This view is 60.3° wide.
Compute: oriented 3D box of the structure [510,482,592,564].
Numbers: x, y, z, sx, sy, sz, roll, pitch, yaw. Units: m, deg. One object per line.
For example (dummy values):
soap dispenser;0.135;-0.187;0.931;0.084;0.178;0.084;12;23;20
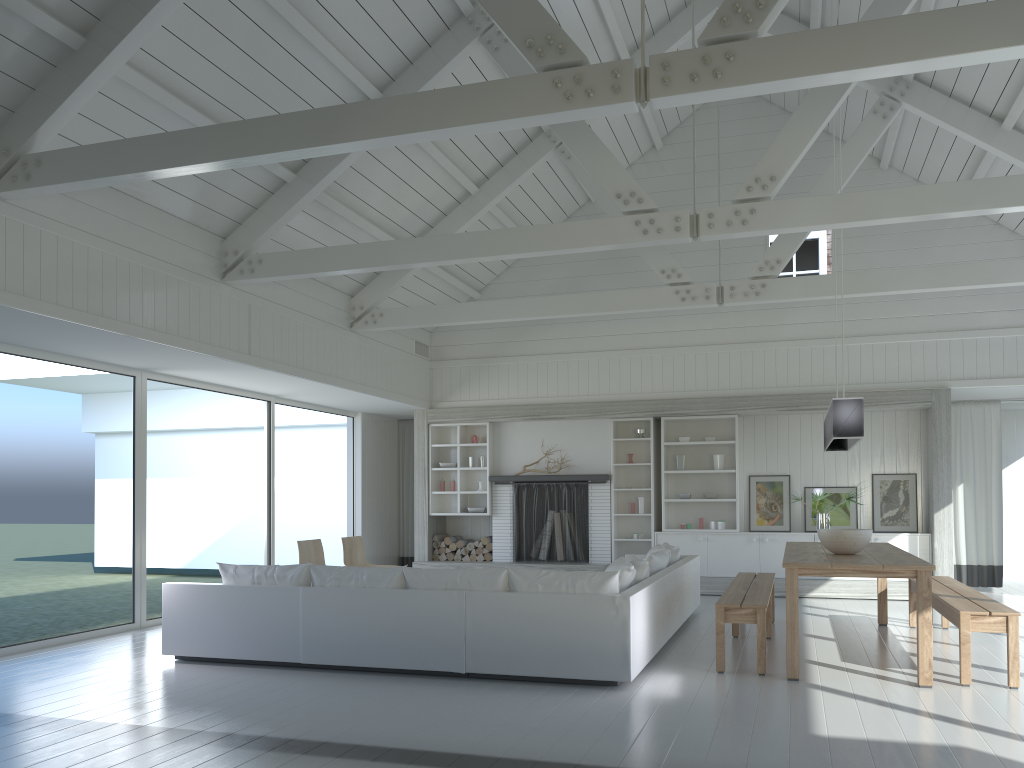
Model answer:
structure;0.481;1.804;11.456;1.098;1.060;0.117;-2;-2;17

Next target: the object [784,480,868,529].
object;3.748;1.453;10.461;0.972;0.627;0.625;-2;-5;15

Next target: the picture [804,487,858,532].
picture;3.881;1.527;10.729;0.609;0.552;0.054;-2;-2;18

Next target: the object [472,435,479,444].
object;-0.497;0.750;11.922;0.059;0.126;0.232;1;-6;-27

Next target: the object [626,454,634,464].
object;1.533;0.968;11.379;0.137;0.130;0.137;2;-5;-30

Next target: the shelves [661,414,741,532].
shelves;2.422;1.152;11.236;0.939;1.439;0.607;-1;-2;18

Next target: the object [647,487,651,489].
object;1.778;1.341;11.392;0.054;0.025;0.054;-2;-7;18

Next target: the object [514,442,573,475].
object;0.454;0.952;11.476;0.782;0.501;0.459;1;-4;-12

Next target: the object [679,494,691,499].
object;2.194;1.424;11.154;0.141;0.066;0.142;-2;-7;18

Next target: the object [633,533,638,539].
object;1.591;1.953;11.347;0.054;0.071;0.054;-1;-4;17

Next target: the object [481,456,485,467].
object;-0.394;1.031;11.894;0.054;0.196;0.054;-1;-2;19

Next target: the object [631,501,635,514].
object;1.561;1.572;11.361;0.054;0.196;0.054;-1;-2;17

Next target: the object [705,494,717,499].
object;2.531;1.427;11.195;0.141;0.066;0.142;-2;-7;18

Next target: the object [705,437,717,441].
object;2.528;0.715;11.210;0.141;0.066;0.142;-2;-7;18

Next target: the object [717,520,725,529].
object;2.611;1.755;10.989;0.085;0.111;0.085;2;-4;-37

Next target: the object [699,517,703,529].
object;2.382;1.728;11.095;0.054;0.196;0.054;-1;-2;17

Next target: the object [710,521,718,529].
object;2.542;1.776;11.082;0.090;0.095;0.092;3;-5;-38

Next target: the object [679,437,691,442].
object;2.190;0.711;11.169;0.141;0.066;0.142;-2;-7;18

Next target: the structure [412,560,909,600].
structure;1.986;2.514;11.646;6.354;0.345;1.892;-3;-8;18

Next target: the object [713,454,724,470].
object;2.591;0.982;11.035;0.103;0.196;0.103;1;-3;-27

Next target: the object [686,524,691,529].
object;2.236;1.803;11.151;0.058;0.061;0.058;0;-4;-5

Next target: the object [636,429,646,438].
object;1.655;0.642;11.318;0.162;0.124;0.162;4;-7;-40

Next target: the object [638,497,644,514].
object;1.662;1.559;11.327;0.072;0.210;0.071;-1;-2;17

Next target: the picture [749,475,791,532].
picture;3.198;1.483;10.939;0.495;0.702;0.065;-1;-2;18

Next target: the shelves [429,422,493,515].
shelves;-0.631;1.176;12.081;0.866;1.236;0.550;-1;-2;18

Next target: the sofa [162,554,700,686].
sofa;-0.292;1.848;7.916;3.479;0.735;4.155;-3;-8;18

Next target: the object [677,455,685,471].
object;2.144;1.004;11.178;0.103;0.196;0.103;-1;-3;18

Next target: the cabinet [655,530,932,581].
cabinet;3.397;2.101;10.879;3.184;0.549;0.656;-3;-5;18

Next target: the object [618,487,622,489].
object;1.390;1.337;11.346;0.054;0.025;0.054;-2;-7;18

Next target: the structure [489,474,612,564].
structure;0.588;1.870;11.794;1.618;1.283;0.862;-2;-3;18

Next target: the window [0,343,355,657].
window;-3.507;1.081;8.259;0.080;2.410;8.760;-1;-7;18

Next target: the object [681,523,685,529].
object;2.161;1.798;11.147;0.054;0.071;0.054;0;-4;-3

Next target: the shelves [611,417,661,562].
shelves;1.621;1.466;11.487;0.541;1.995;0.606;-1;-2;18

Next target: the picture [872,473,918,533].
picture;4.560;1.419;10.502;0.495;0.702;0.065;-1;-2;18

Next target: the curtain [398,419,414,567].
curtain;-1.443;1.712;13.365;0.630;2.364;0.117;-1;-1;17

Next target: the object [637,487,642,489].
object;1.649;1.340;11.377;0.054;0.025;0.054;-2;-7;18

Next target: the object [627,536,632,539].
object;1.518;1.980;11.370;0.054;0.025;0.054;-2;-7;18

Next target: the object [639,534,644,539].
object;1.662;1.955;11.322;0.058;0.061;0.057;-2;-4;17

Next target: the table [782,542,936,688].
table;2.639;1.706;6.980;0.906;0.760;2.964;-2;-7;18

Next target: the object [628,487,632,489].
object;1.519;1.338;11.361;0.054;0.025;0.054;-2;-7;18

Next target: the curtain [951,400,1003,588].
curtain;5.696;1.393;11.225;1.007;2.364;0.117;-1;-1;18
